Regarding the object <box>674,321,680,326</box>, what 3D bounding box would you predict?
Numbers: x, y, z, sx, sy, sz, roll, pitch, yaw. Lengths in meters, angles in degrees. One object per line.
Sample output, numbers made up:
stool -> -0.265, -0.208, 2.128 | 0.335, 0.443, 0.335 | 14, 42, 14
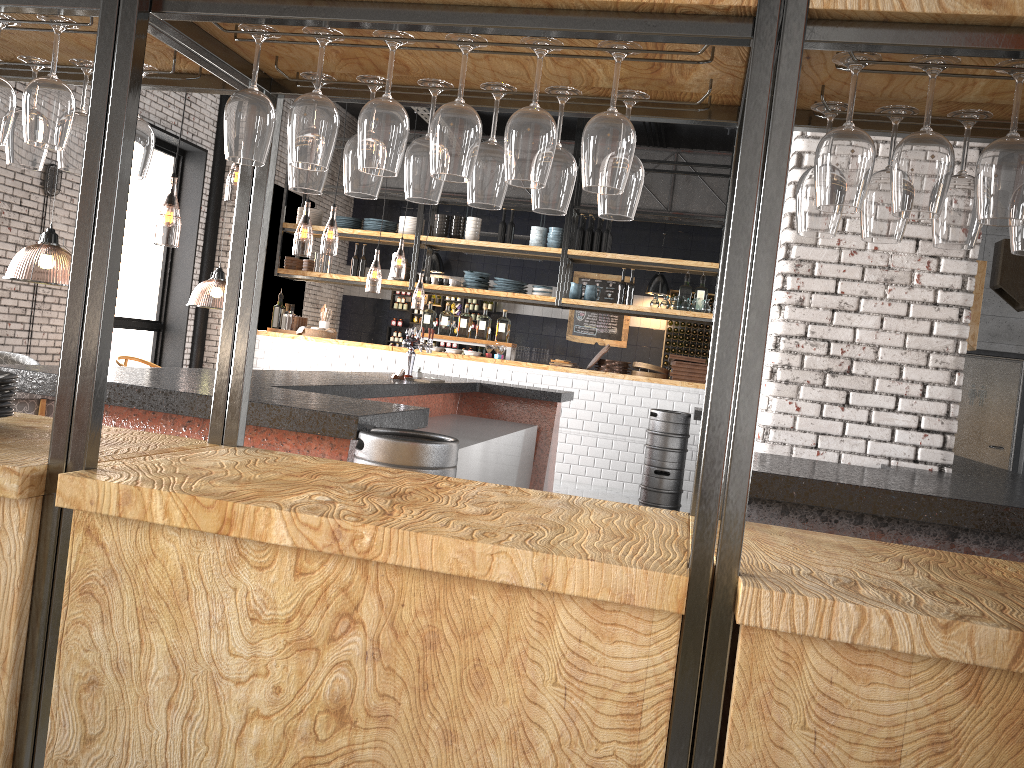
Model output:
object -> 2.542, -0.933, 13.676 | 0.079, 0.079, 0.283 | 7, 2, 11

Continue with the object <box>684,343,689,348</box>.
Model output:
object -> 2.688, -0.597, 13.638 | 0.079, 0.079, 0.283 | 7, 2, 11

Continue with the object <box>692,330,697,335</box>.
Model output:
object -> 2.812, -0.795, 13.655 | 0.079, 0.079, 0.283 | 7, 2, 11

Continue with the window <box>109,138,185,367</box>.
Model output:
window -> -4.135, -1.419, 9.751 | 0.365, 2.696, 1.534 | 7, 1, 11

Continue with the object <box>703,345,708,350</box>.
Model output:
object -> 2.963, -0.562, 13.582 | 0.079, 0.079, 0.283 | 7, 2, 11

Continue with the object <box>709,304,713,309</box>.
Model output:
object -> 3.043, -1.189, 13.598 | 0.079, 0.079, 0.283 | 7, 2, 11

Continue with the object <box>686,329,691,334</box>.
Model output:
object -> 2.721, -0.806, 13.678 | 0.079, 0.079, 0.283 | 7, 2, 11

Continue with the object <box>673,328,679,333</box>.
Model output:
object -> 2.529, -0.829, 13.674 | 0.079, 0.079, 0.283 | 7, 2, 11

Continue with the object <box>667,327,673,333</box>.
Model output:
object -> 2.440, -0.841, 13.706 | 0.079, 0.079, 0.283 | 7, 2, 11

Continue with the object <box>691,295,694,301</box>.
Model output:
object -> 2.784, -1.328, 13.673 | 0.079, 0.079, 0.283 | 7, 2, 11

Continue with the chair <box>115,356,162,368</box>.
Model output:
chair -> -3.743, 0.199, 8.909 | 0.644, 0.921, 0.612 | 7, 1, 18

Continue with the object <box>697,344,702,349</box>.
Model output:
object -> 2.879, -0.574, 13.638 | 0.079, 0.079, 0.283 | 7, 2, 11

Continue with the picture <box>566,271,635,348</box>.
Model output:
picture -> 1.413, -1.194, 14.217 | 0.981, 1.142, 0.020 | 7, 1, 11

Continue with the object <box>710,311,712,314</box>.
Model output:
object -> 3.033, -1.084, 13.615 | 0.079, 0.079, 0.283 | 7, 2, 11

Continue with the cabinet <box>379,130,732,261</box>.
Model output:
cabinet -> 0.441, -2.766, 13.550 | 5.866, 1.768, 0.682 | 7, 1, 11

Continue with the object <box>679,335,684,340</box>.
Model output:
object -> 2.609, -0.713, 13.660 | 0.079, 0.079, 0.283 | 7, 2, 11

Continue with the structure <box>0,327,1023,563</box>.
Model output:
structure -> 0.573, 0.511, 5.867 | 4.312, 1.533, 5.876 | 7, 2, 11

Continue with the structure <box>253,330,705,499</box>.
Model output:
structure -> -0.433, 0.327, 11.276 | 5.803, 1.345, 1.510 | 7, 1, 11

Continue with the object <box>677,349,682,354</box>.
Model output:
object -> 2.586, -0.505, 13.672 | 0.079, 0.079, 0.283 | 7, 2, 11

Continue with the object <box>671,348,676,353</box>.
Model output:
object -> 2.496, -0.516, 13.700 | 0.079, 0.079, 0.283 | 7, 2, 11

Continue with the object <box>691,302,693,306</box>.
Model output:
object -> 2.767, -1.223, 13.655 | 0.079, 0.079, 0.283 | 7, 2, 11

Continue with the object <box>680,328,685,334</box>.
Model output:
object -> 2.625, -0.818, 13.678 | 0.079, 0.079, 0.283 | 7, 2, 11

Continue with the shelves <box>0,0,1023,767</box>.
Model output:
shelves -> -0.033, -1.220, 1.835 | 3.661, 5.018, 0.690 | 7, 1, 11

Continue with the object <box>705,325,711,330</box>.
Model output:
object -> 3.009, -0.876, 13.621 | 0.079, 0.079, 0.283 | 7, 2, 11

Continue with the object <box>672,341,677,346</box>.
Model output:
object -> 2.513, -0.621, 13.718 | 0.079, 0.079, 0.283 | 7, 2, 11

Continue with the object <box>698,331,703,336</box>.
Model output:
object -> 2.904, -0.783, 13.637 | 0.079, 0.079, 0.283 | 7, 2, 11

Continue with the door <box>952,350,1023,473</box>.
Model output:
door -> 5.407, 0.637, 10.499 | 1.120, 2.102, 0.158 | 7, 1, 11

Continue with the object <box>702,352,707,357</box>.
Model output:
object -> 2.955, -0.458, 13.606 | 0.079, 0.079, 0.283 | 7, 2, 11

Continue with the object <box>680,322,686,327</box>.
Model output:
object -> 2.641, -0.922, 13.692 | 0.079, 0.079, 0.283 | 7, 2, 11

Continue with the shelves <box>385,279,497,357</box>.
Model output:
shelves -> -1.176, -0.939, 14.565 | 1.762, 1.482, 0.157 | 7, 1, 11

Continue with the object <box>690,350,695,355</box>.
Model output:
object -> 2.772, -0.481, 13.643 | 0.079, 0.079, 0.283 | 7, 2, 11

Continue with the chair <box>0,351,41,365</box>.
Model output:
chair -> -4.040, 0.219, 6.987 | 0.680, 0.928, 0.644 | 6, 1, -34

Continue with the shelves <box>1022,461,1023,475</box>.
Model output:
shelves -> 4.366, -1.081, 4.336 | 1.003, 4.365, 6.146 | 7, 1, 11

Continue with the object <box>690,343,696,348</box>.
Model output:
object -> 2.780, -0.586, 13.623 | 0.079, 0.079, 0.283 | 7, 2, 11

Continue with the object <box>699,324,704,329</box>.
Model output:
object -> 2.913, -0.887, 13.620 | 0.079, 0.079, 0.283 | 7, 2, 11

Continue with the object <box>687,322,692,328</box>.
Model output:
object -> 2.730, -0.910, 13.658 | 0.079, 0.079, 0.283 | 7, 2, 11

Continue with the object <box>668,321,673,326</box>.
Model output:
object -> 2.454, -0.945, 13.714 | 0.079, 0.079, 0.283 | 7, 2, 11

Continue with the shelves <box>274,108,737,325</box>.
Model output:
shelves -> -0.113, -2.600, 11.327 | 5.679, 3.066, 0.597 | 7, 1, 11

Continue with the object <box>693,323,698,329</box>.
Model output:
object -> 2.818, -0.899, 13.620 | 0.079, 0.079, 0.283 | 7, 2, 11

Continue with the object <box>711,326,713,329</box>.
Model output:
object -> 3.100, -0.864, 13.598 | 0.079, 0.079, 0.283 | 7, 2, 11

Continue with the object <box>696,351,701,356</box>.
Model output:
object -> 2.867, -0.470, 13.644 | 0.079, 0.079, 0.283 | 7, 2, 11

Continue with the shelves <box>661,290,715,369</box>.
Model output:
shelves -> 2.767, -0.335, 13.709 | 0.890, 2.148, 0.251 | 7, 1, 11

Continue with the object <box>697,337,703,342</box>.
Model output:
object -> 2.888, -0.679, 13.622 | 0.079, 0.079, 0.283 | 7, 2, 11

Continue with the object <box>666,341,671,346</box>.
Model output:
object -> 2.417, -0.632, 13.717 | 0.079, 0.079, 0.283 | 7, 2, 11

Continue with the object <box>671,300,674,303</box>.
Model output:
object -> 2.495, -1.258, 13.726 | 0.079, 0.079, 0.283 | 7, 2, 11

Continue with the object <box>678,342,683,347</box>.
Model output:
object -> 2.603, -0.609, 13.695 | 0.079, 0.079, 0.283 | 7, 2, 11

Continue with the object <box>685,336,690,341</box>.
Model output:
object -> 2.705, -0.702, 13.660 | 0.079, 0.079, 0.283 | 7, 2, 11

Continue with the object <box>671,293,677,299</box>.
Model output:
object -> 2.500, -1.362, 13.691 | 0.079, 0.079, 0.283 | 7, 2, 11

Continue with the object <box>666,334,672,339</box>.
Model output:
object -> 2.432, -0.737, 13.732 | 0.079, 0.079, 0.283 | 7, 2, 11

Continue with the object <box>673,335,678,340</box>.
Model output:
object -> 2.521, -0.725, 13.697 | 0.079, 0.079, 0.283 | 7, 2, 11

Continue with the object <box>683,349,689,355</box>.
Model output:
object -> 2.680, -0.493, 13.662 | 0.079, 0.079, 0.283 | 7, 2, 11

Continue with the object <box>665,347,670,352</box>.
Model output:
object -> 2.400, -0.528, 13.696 | 0.079, 0.079, 0.283 | 7, 2, 11

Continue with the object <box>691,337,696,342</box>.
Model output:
object -> 2.792, -0.690, 13.618 | 0.079, 0.079, 0.283 | 7, 2, 11

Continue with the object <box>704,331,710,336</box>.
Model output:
object -> 2.993, -0.771, 13.602 | 0.079, 0.079, 0.283 | 7, 2, 11

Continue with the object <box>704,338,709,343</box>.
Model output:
object -> 2.976, -0.667, 13.585 | 0.079, 0.079, 0.283 | 7, 2, 11

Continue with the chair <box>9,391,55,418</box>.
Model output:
chair -> -3.168, 0.358, 5.844 | 0.680, 0.928, 0.644 | 6, 1, -34
